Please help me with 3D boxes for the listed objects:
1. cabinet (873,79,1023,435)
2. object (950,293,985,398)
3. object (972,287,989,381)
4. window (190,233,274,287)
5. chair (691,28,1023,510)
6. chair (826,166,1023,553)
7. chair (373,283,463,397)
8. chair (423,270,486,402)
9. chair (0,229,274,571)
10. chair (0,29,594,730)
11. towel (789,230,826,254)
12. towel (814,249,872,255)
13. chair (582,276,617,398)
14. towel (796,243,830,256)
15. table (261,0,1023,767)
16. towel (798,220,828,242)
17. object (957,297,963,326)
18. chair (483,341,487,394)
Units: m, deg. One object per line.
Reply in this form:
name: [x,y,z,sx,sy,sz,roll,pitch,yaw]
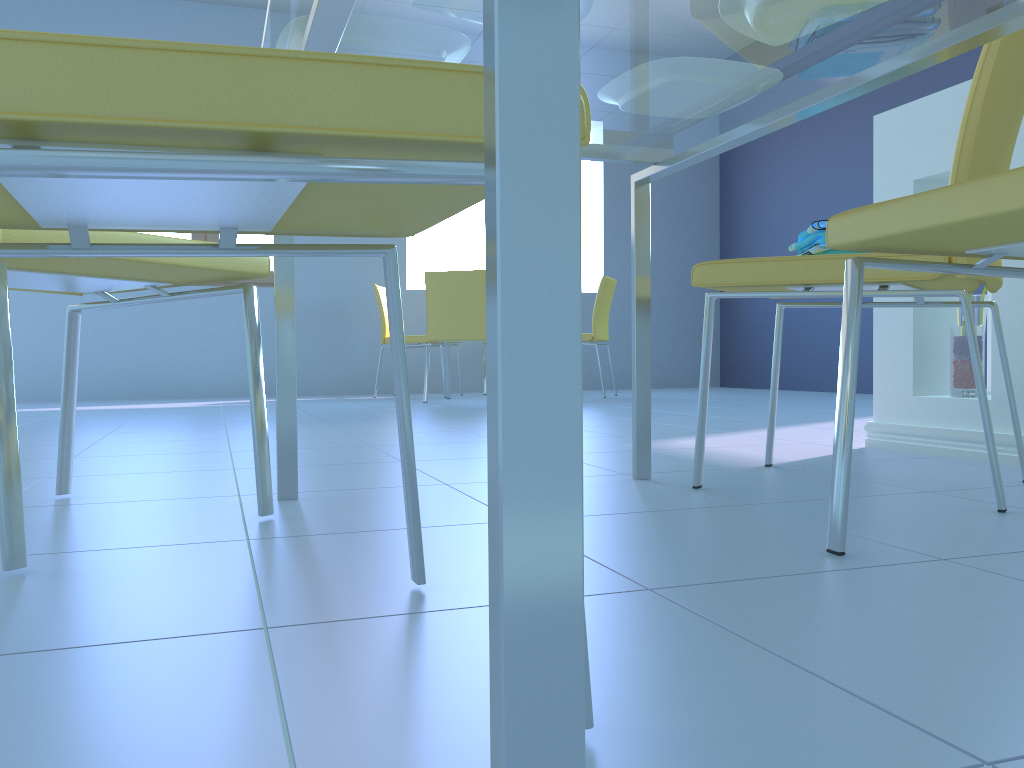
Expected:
cabinet: [2.204,-0.245,1.643,2.200,0.800,2.139,-1,2,-19]
object: [0.994,-0.182,1.940,0.067,0.423,0.229,0,2,12]
object: [1.166,-0.161,2.192,0.085,0.365,0.050,-1,2,-21]
window: [-2.167,-1.253,5.639,1.475,1.263,0.142,-1,2,-19]
chair: [0.606,-0.179,1.498,0.484,0.695,0.387,1,2,35]
chair: [0.633,-0.163,0.867,0.484,0.695,0.387,-1,2,-16]
chair: [-0.595,-0.273,5.545,0.484,0.695,0.387,0,2,12]
chair: [-0.249,-0.259,4.901,0.387,0.695,0.484,0,2,12]
chair: [-0.643,-0.160,1.196,0.484,0.695,0.387,0,2,29]
chair: [-0.249,-0.148,0.596,0.484,0.695,0.387,-1,2,-21]
towel: [0.589,-0.238,1.499,0.195,0.027,0.192,0,1,2]
towel: [0.590,-0.209,1.503,0.195,0.024,0.201,-1,1,1]
chair: [0.375,-0.273,5.295,0.484,0.699,0.387,0,2,17]
towel: [0.585,-0.222,1.499,0.195,0.024,0.201,0,1,6]
table: [0.122,-0.103,0.966,0.730,0.590,1.173,-1,2,-19]
towel: [0.590,-0.254,1.496,0.195,0.033,0.190,0,1,8]
object: [1.076,-0.191,2.175,0.090,0.427,0.054,0,2,13]
chair: [0.064,-0.289,5.936,0.387,0.695,0.484,0,2,17]
